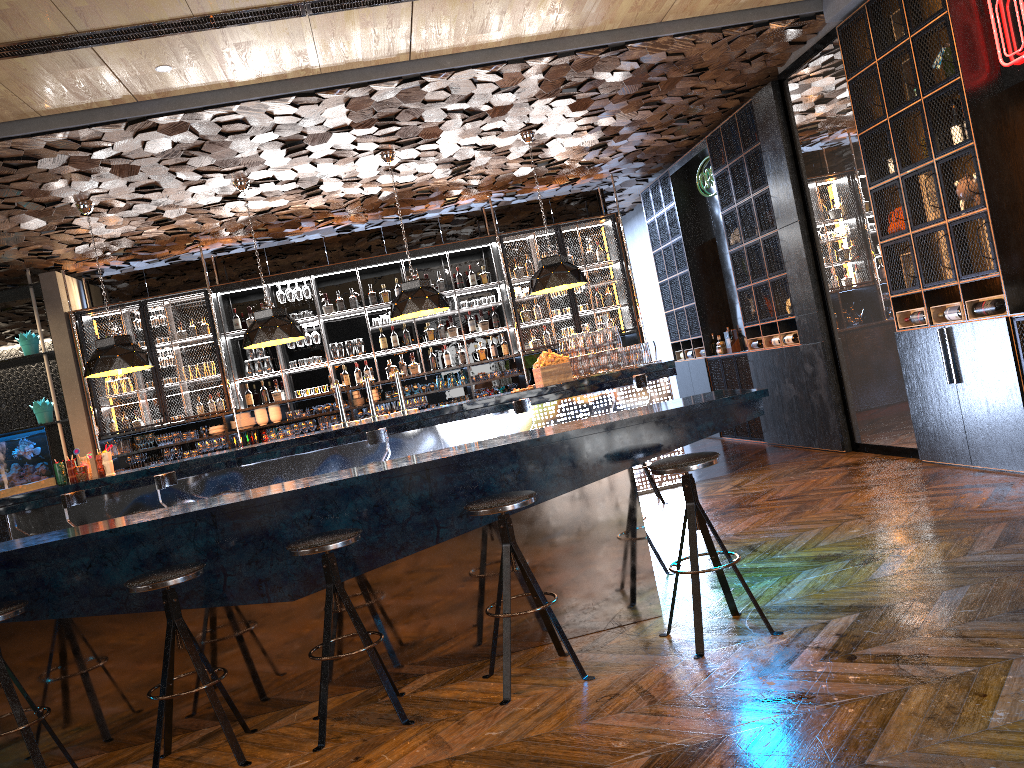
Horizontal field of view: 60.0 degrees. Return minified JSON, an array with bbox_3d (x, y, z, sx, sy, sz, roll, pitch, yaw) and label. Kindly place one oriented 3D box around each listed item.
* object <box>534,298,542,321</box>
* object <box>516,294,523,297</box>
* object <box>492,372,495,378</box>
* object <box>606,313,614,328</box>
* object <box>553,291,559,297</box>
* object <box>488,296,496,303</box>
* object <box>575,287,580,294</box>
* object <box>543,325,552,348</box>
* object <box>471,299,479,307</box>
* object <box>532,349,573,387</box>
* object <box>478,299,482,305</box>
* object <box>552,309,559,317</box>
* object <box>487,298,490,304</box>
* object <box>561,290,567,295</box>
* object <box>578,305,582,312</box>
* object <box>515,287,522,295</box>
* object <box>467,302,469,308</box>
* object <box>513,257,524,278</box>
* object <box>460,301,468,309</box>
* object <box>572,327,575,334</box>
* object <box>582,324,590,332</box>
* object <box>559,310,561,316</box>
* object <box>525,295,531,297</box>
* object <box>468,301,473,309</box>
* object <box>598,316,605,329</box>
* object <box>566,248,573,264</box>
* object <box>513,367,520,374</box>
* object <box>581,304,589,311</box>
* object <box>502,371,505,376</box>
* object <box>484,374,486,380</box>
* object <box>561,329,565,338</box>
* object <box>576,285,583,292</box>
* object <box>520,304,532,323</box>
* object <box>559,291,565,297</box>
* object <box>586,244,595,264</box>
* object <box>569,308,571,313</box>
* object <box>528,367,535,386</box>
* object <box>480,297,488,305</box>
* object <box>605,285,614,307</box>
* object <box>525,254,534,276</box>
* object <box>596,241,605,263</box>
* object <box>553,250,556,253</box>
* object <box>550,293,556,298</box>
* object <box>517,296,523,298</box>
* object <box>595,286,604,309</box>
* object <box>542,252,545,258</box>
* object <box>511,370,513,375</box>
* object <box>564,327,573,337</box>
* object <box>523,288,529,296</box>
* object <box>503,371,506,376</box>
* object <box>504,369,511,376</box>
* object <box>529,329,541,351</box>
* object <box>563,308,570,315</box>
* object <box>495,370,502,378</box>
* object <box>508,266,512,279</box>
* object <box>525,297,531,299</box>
[{"bbox_3d":[0.322,-0.950,11.339,0.086,0.298,0.086,-11,1,41],"label":"object"},{"bbox_3d":[0.082,-1.152,11.220,0.089,0.092,0.089,-11,1,18],"label":"object"},{"bbox_3d":[-0.203,-0.118,11.139,0.084,0.082,0.084,-12,0,-1],"label":"object"},{"bbox_3d":[1.267,-0.773,11.462,0.086,0.298,0.086,-11,1,41],"label":"object"},{"bbox_3d":[0.545,-1.235,11.269,0.092,0.244,0.092,-12,0,-13],"label":"object"},{"bbox_3d":[-0.252,-1.061,11.187,0.089,0.092,0.089,-12,1,-22],"label":"object"},{"bbox_3d":[0.827,-1.294,11.474,0.092,0.244,0.092,-12,0,-13],"label":"object"},{"bbox_3d":[0.443,-0.605,11.339,0.086,0.299,0.086,-11,1,41],"label":"object"},{"bbox_3d":[-0.466,-1.018,11.190,0.089,0.092,0.089,-12,0,-8],"label":"object"},{"bbox_3d":[0.382,-0.165,8.377,0.340,0.332,0.464,-12,0,-4],"label":"object"},{"bbox_3d":[-0.400,-1.032,11.319,0.089,0.092,0.089,-12,1,-22],"label":"object"},{"bbox_3d":[0.558,-0.895,11.272,0.089,0.092,0.089,-12,1,-23],"label":"object"},{"bbox_3d":[-0.296,-1.054,11.346,0.089,0.092,0.089,-11,1,32],"label":"object"},{"bbox_3d":[0.652,-1.257,11.283,0.092,0.244,0.092,-12,0,-13],"label":"object"},{"bbox_3d":[0.846,-0.954,11.307,0.089,0.092,0.089,-12,1,-23],"label":"object"},{"bbox_3d":[0.077,-1.178,11.220,0.089,0.092,0.089,-11,1,18],"label":"object"},{"bbox_3d":[-0.597,-0.992,11.283,0.089,0.092,0.089,-11,1,37],"label":"object"},{"bbox_3d":[0.075,-1.472,11.289,0.123,0.279,0.123,-11,0,1],"label":"object"},{"bbox_3d":[-0.602,-0.990,11.141,0.089,0.092,0.089,-12,1,-22],"label":"object"},{"bbox_3d":[0.832,-0.638,11.360,0.105,0.209,0.105,-12,1,-23],"label":"object"},{"bbox_3d":[0.945,-0.661,11.316,0.105,0.209,0.105,-12,1,-23],"label":"object"},{"bbox_3d":[0.582,-0.901,11.376,0.089,0.092,0.089,-12,1,-41],"label":"object"},{"bbox_3d":[0.185,-1.151,11.259,0.089,0.092,0.089,-11,1,18],"label":"object"},{"bbox_3d":[-0.506,-1.011,11.330,0.089,0.092,0.089,-12,1,-22],"label":"object"},{"bbox_3d":[1.149,-0.741,11.432,0.083,0.282,0.083,-12,1,-23],"label":"object"},{"bbox_3d":[0.729,-1.610,11.392,0.083,0.282,0.083,-12,1,-23],"label":"object"},{"bbox_3d":[0.057,-0.164,11.063,0.088,0.070,0.098,-11,0,2],"label":"object"},{"bbox_3d":[0.937,-0.973,11.365,0.089,0.092,0.089,-12,1,-23],"label":"object"},{"bbox_3d":[-0.070,-0.140,11.295,0.088,0.070,0.098,-12,1,-23],"label":"object"},{"bbox_3d":[-0.316,-0.095,11.221,0.084,0.082,0.084,-12,0,-10],"label":"object"},{"bbox_3d":[0.701,-0.612,11.395,0.105,0.209,0.105,-12,1,-23],"label":"object"},{"bbox_3d":[0.848,-1.297,11.310,0.092,0.244,0.092,-12,0,-13],"label":"object"},{"bbox_3d":[0.179,-0.895,11.305,0.151,0.248,0.094,-11,0,1],"label":"object"},{"bbox_3d":[0.630,-1.254,11.447,0.092,0.244,0.092,-12,0,-13],"label":"object"},{"bbox_3d":[1.003,-1.665,11.430,0.083,0.282,0.083,-11,0,7],"label":"object"},{"bbox_3d":[0.752,-0.936,11.469,0.089,0.092,0.089,-12,1,-32],"label":"object"},{"bbox_3d":[0.268,-0.054,11.215,0.186,0.307,0.186,-12,0,-2],"label":"object"},{"bbox_3d":[-0.348,-1.042,11.167,0.089,0.092,0.089,-11,1,32],"label":"object"},{"bbox_3d":[1.248,-1.132,11.453,0.083,0.282,0.083,-11,0,2],"label":"object"},{"bbox_3d":[0.217,-1.512,11.325,0.086,0.297,0.086,-11,1,41],"label":"object"},{"bbox_3d":[1.134,-1.700,11.475,0.086,0.298,0.086,-12,1,-44],"label":"object"},{"bbox_3d":[0.576,-1.576,11.373,0.123,0.279,0.123,-12,0,-4],"label":"object"},{"bbox_3d":[0.523,-1.232,11.432,0.092,0.244,0.092,-12,0,-13],"label":"object"},{"bbox_3d":[0.087,-1.130,11.220,0.089,0.092,0.089,-11,1,18],"label":"object"},{"bbox_3d":[1.114,-1.114,11.438,0.086,0.299,0.086,-11,1,41],"label":"object"},{"bbox_3d":[0.425,-1.547,11.351,0.083,0.282,0.083,-12,0,-8],"label":"object"},{"bbox_3d":[0.028,-0.160,11.261,0.088,0.070,0.098,-11,1,39],"label":"object"},{"bbox_3d":[0.723,-0.615,11.282,0.105,0.209,0.105,-12,1,-23],"label":"object"},{"bbox_3d":[0.181,-1.170,11.259,0.089,0.092,0.089,-11,1,18],"label":"object"},{"bbox_3d":[-0.059,-0.142,11.195,0.088,0.070,0.098,-11,0,15],"label":"object"},{"bbox_3d":[-0.048,-0.143,11.099,0.088,0.070,0.098,-11,1,28],"label":"object"},{"bbox_3d":[0.283,-0.561,11.299,0.123,0.279,0.123,-12,1,-19],"label":"object"},{"bbox_3d":[0.699,-0.925,11.348,0.089,0.092,0.089,-12,0,-7],"label":"object"},{"bbox_3d":[-0.173,-0.123,11.044,0.084,0.082,0.084,-12,1,-25],"label":"object"},{"bbox_3d":[-0.072,-1.452,11.288,0.086,0.299,0.086,-11,1,41],"label":"object"},{"bbox_3d":[0.196,-1.154,11.419,0.089,0.092,0.089,-11,1,43],"label":"object"}]
